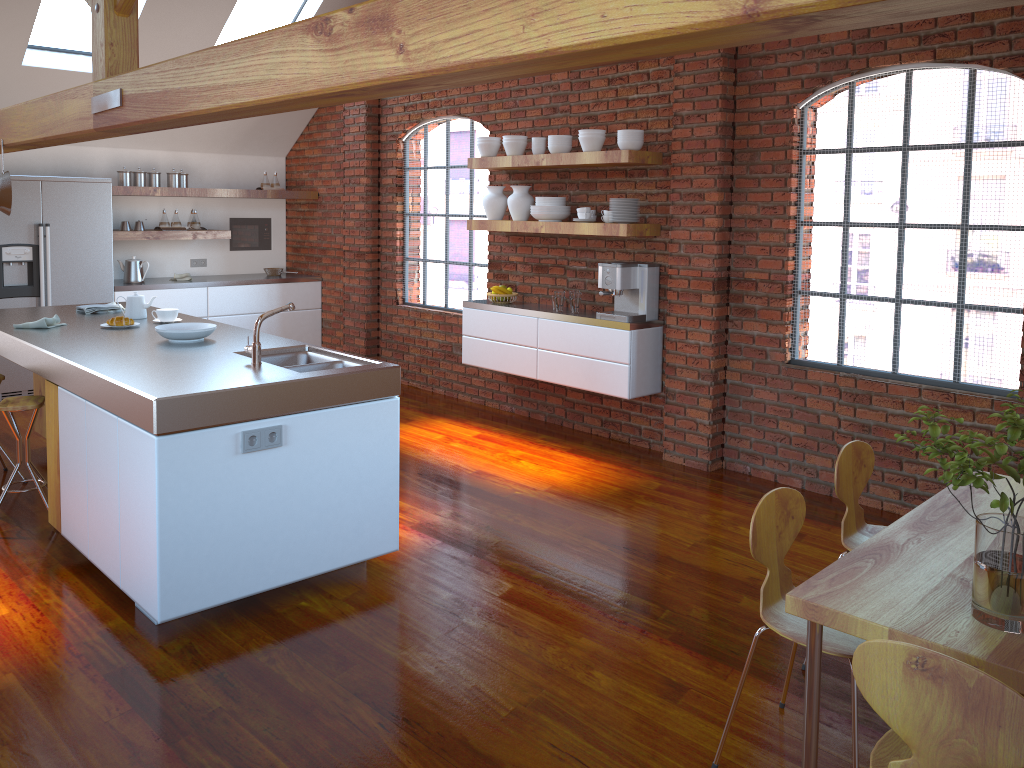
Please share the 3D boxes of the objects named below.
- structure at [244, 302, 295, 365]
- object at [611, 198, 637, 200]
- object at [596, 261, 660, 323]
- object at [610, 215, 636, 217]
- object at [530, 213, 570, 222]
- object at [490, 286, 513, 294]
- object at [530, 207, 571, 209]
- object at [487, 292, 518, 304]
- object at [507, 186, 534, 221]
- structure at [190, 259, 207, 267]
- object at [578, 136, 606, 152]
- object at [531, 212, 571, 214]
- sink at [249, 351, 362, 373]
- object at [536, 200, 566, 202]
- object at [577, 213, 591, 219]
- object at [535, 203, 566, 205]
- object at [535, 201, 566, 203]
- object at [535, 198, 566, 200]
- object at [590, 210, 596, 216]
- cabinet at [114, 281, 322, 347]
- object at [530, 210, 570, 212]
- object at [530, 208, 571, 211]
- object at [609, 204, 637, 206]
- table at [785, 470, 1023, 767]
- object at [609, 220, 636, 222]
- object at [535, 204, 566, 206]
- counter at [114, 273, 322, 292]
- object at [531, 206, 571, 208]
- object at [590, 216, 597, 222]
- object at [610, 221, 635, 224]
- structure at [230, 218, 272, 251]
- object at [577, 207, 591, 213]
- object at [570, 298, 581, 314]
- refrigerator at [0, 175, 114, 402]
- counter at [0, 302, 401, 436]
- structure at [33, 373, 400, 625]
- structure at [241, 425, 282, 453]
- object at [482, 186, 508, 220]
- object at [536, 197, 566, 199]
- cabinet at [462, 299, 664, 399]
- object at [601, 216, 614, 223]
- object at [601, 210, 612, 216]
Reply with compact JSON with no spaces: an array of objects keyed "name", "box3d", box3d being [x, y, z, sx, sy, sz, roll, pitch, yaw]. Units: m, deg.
[{"name":"structure","box3d":[-1.021,-0.220,3.721,0.201,0.246,0.100,-6,8,-43]},{"name":"object","box3d":[0.719,-1.172,5.600,0.195,0.013,0.197,-5,12,-25]},{"name":"object","box3d":[0.725,-0.600,5.636,0.381,0.366,0.273,-6,10,-42]},{"name":"object","box3d":[0.717,-1.067,5.607,0.195,0.013,0.197,-5,12,-25]},{"name":"object","box3d":[0.266,-1.153,6.093,0.283,0.054,0.285,7,13,30]},{"name":"object","box3d":[-0.071,-0.681,6.481,0.184,0.084,0.067,0,7,-5]},{"name":"object","box3d":[0.267,-1.194,6.090,0.283,0.054,0.285,7,13,30]},{"name":"object","box3d":[-0.071,-0.638,6.532,0.235,0.070,0.239,2,11,4]},{"name":"object","box3d":[0.063,-1.298,6.325,0.192,0.247,0.194,3,7,19]},{"name":"structure","box3d":[-3.079,-1.188,8.629,0.161,0.079,0.033,-8,10,-42]},{"name":"object","box3d":[0.522,-1.559,5.749,0.180,0.102,0.183,4,10,17]},{"name":"object","box3d":[0.266,-1.163,6.092,0.283,0.054,0.285,7,13,30]},{"name":"sink","box3d":[-0.895,0.009,3.841,0.411,0.197,0.619,-8,14,-42]},{"name":"object","box3d":[0.268,-1.245,6.086,0.215,0.054,0.215,9,14,38]},{"name":"object","box3d":[0.476,-1.106,5.810,0.093,0.046,0.099,9,13,41]},{"name":"object","box3d":[0.267,-1.223,6.088,0.215,0.054,0.215,9,14,38]},{"name":"object","box3d":[0.267,-1.235,6.087,0.215,0.054,0.215,9,14,38]},{"name":"object","box3d":[0.268,-1.254,6.086,0.215,0.054,0.215,9,14,38]},{"name":"object","box3d":[0.523,-1.156,5.987,0.092,0.058,0.101,3,10,15]},{"name":"cabinet","box3d":[-2.870,-0.552,8.376,1.996,0.809,0.717,-9,12,-42]},{"name":"object","box3d":[0.267,-1.175,6.092,0.283,0.054,0.285,7,13,30]},{"name":"object","box3d":[0.267,-1.185,6.091,0.283,0.054,0.285,7,13,30]},{"name":"object","box3d":[0.718,-1.135,5.602,0.195,0.013,0.197,-5,12,-25]},{"name":"table","box3d":[1.452,0.783,2.387,0.823,0.636,1.480,9,13,43]},{"name":"object","box3d":[0.717,-1.035,5.610,0.195,0.013,0.197,-5,12,-25]},{"name":"object","box3d":[0.267,-1.213,6.089,0.215,0.054,0.215,9,14,38]},{"name":"counter","box3d":[-2.863,-0.979,8.344,1.996,0.044,0.721,-10,15,-42]},{"name":"object","box3d":[0.267,-1.204,6.089,0.283,0.054,0.285,7,13,30]},{"name":"object","box3d":[0.528,-1.124,5.988,0.092,0.046,0.100,6,11,26]},{"name":"object","box3d":[0.717,-1.030,5.610,0.195,0.013,0.197,-5,12,-25]},{"name":"structure","box3d":[-2.664,-1.529,8.984,0.459,0.331,0.013,-7,9,-43]},{"name":"object","box3d":[0.471,-1.138,5.810,0.092,0.058,0.101,6,11,30]},{"name":"object","box3d":[0.427,-0.525,5.911,0.078,0.103,0.079,-3,8,-31]},{"name":"refrigerator","box3d":[-3.907,-0.836,7.333,0.916,1.756,0.787,-4,7,-43]},{"name":"counter","box3d":[-1.900,-0.192,4.473,1.030,0.128,3.172,-9,15,-41]},{"name":"structure","box3d":[-1.901,0.257,4.513,1.029,0.757,3.149,-7,13,-42]},{"name":"structure","box3d":[-0.933,0.202,3.269,0.161,0.079,0.033,-8,10,-42]},{"name":"object","box3d":[-0.124,-1.340,6.526,0.192,0.247,0.195,0,7,-3]},{"name":"object","box3d":[0.268,-1.264,6.085,0.215,0.054,0.215,9,14,38]},{"name":"cabinet","box3d":[0.298,-0.284,6.152,0.339,0.470,1.637,-5,12,-42]},{"name":"object","box3d":[0.640,-1.080,5.774,0.092,0.046,0.100,-1,10,-8]},{"name":"object","box3d":[0.646,-1.112,5.774,0.092,0.058,0.101,-2,10,-19]}]
